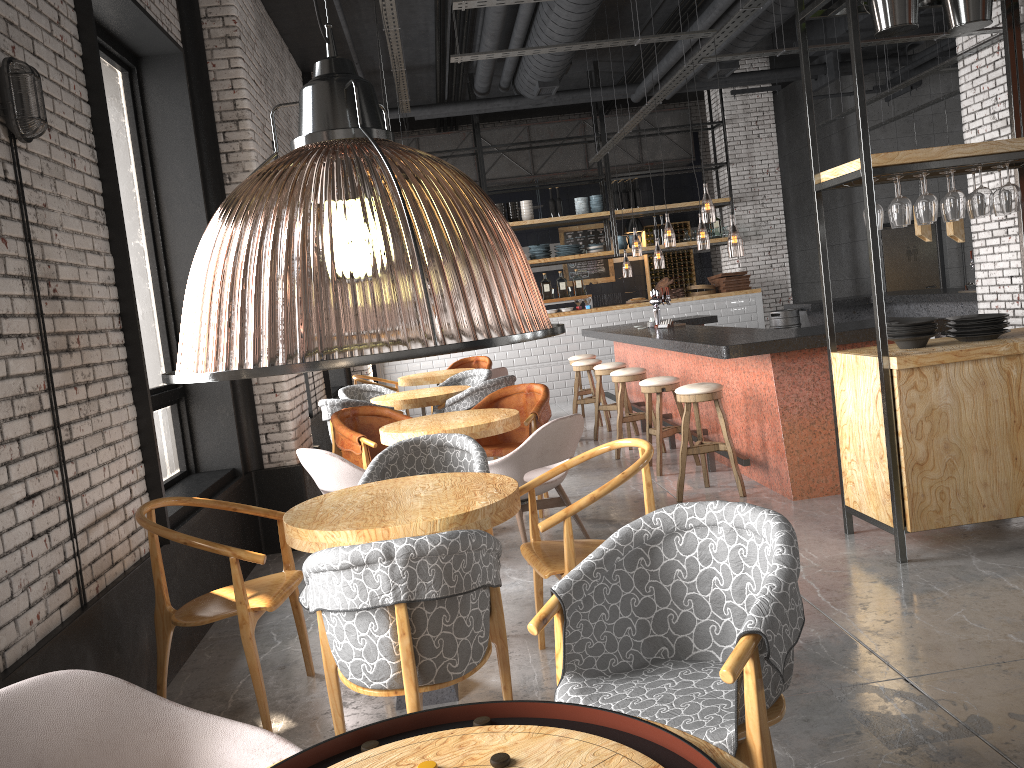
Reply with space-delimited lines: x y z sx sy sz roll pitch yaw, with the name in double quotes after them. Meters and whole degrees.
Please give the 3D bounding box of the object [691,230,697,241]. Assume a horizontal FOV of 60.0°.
2.836 -2.307 13.780 0.118 0.180 0.119 -2 6 45 "object"

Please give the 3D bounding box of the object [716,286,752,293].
3.350 -1.439 13.591 0.405 0.044 0.636 -8 5 -9 "object"

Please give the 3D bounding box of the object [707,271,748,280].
3.277 -1.647 13.509 0.406 0.094 0.637 -7 5 -7 "object"

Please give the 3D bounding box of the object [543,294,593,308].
0.606 -1.016 13.523 1.250 0.550 0.315 -7 4 -4 "object"

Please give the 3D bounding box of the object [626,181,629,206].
1.828 -2.935 13.819 0.098 0.458 0.098 -9 5 -26 "object"

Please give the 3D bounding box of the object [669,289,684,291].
2.450 -1.430 13.570 0.458 0.019 0.407 -4 6 29 "object"

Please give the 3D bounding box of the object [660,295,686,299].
2.480 -1.336 13.571 0.407 0.019 0.458 -10 6 -32 "object"

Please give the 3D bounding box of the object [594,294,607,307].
1.336 -1.263 13.414 0.181 0.168 0.170 -6 5 6 "object"

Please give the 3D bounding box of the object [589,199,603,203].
1.309 -2.810 13.748 0.218 0.092 0.219 -3 6 36 "object"

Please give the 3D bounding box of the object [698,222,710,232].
3.022 -2.529 13.961 0.157 0.553 0.106 -7 4 0 "object"

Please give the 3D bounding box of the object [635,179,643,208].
1.946 -2.938 13.692 0.098 0.458 0.098 -9 5 -26 "object"

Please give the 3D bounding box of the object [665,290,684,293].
2.458 -1.415 13.570 0.458 0.019 0.407 -3 7 38 "object"

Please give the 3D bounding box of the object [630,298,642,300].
1.867 -1.286 13.402 0.172 0.010 0.369 -6 5 6 "object"

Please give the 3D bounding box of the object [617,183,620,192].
1.707 -2.932 13.945 0.098 0.458 0.098 -6 4 18 "object"

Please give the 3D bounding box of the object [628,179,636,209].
1.839 -2.924 13.684 0.098 0.458 0.098 -9 5 -26 "object"

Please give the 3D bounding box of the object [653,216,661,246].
2.256 -2.393 13.889 0.098 0.470 0.098 -8 4 -16 "object"

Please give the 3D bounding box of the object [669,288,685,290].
2.430 -1.444 13.566 0.406 0.019 0.459 -2 7 42 "object"

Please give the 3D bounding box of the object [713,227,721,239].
3.195 -2.354 13.829 0.118 0.180 0.118 -8 5 -21 "object"

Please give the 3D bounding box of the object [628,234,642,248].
1.910 -2.225 13.840 0.166 0.230 0.198 -10 5 -33 "object"

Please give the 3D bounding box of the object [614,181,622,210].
1.622 -2.897 13.668 0.098 0.458 0.098 -6 4 18 "object"

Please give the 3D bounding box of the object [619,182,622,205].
1.718 -2.921 13.811 0.098 0.458 0.098 -6 4 18 "object"

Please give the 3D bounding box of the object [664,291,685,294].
2.433 -1.396 13.568 0.406 0.019 0.459 -3 7 38 "object"

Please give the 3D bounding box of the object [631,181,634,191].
1.924 -2.960 13.961 0.098 0.458 0.098 -9 5 -26 "object"

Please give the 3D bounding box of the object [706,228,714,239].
3.076 -2.338 13.802 0.118 0.180 0.118 -9 5 -28 "object"

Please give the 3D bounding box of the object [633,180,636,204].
1.935 -2.949 13.827 0.098 0.458 0.098 -9 5 -26 "object"

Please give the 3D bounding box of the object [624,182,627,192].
1.817 -2.946 13.953 0.098 0.458 0.098 -9 5 -26 "object"

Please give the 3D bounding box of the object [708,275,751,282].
3.329 -1.614 13.579 0.405 0.044 0.636 -8 5 -11 "object"

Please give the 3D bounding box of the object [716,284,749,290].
3.345 -1.483 13.588 0.405 0.044 0.637 -7 5 -2 "object"

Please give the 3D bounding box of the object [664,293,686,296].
2.447 -1.365 13.574 0.459 0.019 0.407 -10 6 -35 "object"

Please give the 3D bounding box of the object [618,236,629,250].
1.733 -2.204 13.840 0.198 0.230 0.166 -7 4 2 "object"

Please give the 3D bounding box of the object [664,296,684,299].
2.465 -1.319 13.578 0.458 0.019 0.407 -4 6 31 "object"

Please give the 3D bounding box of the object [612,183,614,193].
1.599 -2.925 13.937 0.098 0.470 0.098 -6 4 18 "object"

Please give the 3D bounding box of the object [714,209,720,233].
3.207 -2.555 13.984 0.140 0.549 0.097 -7 4 0 "object"

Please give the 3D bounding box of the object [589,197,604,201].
1.315 -2.843 13.746 0.218 0.096 0.219 -9 5 -20 "object"

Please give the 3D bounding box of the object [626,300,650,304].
1.942 -1.246 13.462 0.406 0.019 0.459 -3 6 37 "object"

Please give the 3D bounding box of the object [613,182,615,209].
1.611 -2.908 13.803 0.098 0.458 0.098 -6 4 18 "object"

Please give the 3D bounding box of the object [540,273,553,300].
0.516 -1.484 13.487 0.154 0.404 0.155 -7 4 -5 "object"

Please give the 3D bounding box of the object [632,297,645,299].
1.910 -1.296 13.337 0.184 0.011 0.255 -5 5 17 "object"

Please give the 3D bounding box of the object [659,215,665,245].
2.363 -2.406 13.897 0.098 0.470 0.098 -7 4 3 "object"

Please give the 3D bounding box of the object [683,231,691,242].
2.714 -2.293 13.789 0.118 0.180 0.118 -11 6 -40 "object"

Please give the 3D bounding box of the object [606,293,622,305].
1.554 -1.299 13.522 0.181 0.168 0.170 -9 5 -24 "object"

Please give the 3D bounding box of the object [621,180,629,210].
1.729 -2.910 13.676 0.098 0.458 0.098 -6 4 18 "object"

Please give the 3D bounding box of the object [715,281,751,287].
3.339 -1.527 13.585 0.405 0.044 0.636 -8 5 -8 "object"

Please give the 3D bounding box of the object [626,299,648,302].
1.883 -1.271 13.496 0.215 0.013 0.521 -8 5 -8 "object"

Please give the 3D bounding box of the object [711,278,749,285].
3.334 -1.571 13.582 0.405 0.044 0.637 -7 5 -4 "object"

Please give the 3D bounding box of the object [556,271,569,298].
0.758 -1.514 13.501 0.154 0.404 0.155 -7 4 -5 "object"

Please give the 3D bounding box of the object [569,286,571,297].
0.876 -1.402 13.440 0.024 0.163 0.062 -8 4 -14 "object"

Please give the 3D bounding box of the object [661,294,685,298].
2.456 -1.350 13.576 0.458 0.019 0.407 -5 6 24 "object"

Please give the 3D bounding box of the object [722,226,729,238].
3.320 -2.366 13.786 0.118 0.180 0.119 -5 5 20 "object"

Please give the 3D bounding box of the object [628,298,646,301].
1.890 -1.286 13.498 0.230 0.016 0.557 -7 5 2 "object"

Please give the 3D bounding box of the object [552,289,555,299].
0.630 -1.372 13.444 0.031 0.163 0.046 -5 4 21 "object"

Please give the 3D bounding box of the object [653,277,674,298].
2.274 -1.443 13.446 0.242 0.337 0.488 -8 5 -18 "object"

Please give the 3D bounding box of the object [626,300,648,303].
1.891 -1.260 13.503 0.276 0.019 0.514 -7 5 1 "object"

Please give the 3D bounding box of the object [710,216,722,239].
3.216 -2.480 13.995 0.157 0.405 0.106 -7 4 0 "object"

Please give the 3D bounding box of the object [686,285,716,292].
2.890 -1.476 13.565 0.436 0.154 0.441 -2 7 43 "object"

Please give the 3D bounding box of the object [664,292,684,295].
2.421 -1.377 13.557 0.406 0.019 0.459 -6 5 9 "object"

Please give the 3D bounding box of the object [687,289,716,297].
2.895 -1.409 13.567 0.436 0.097 0.438 -5 5 21 "object"
